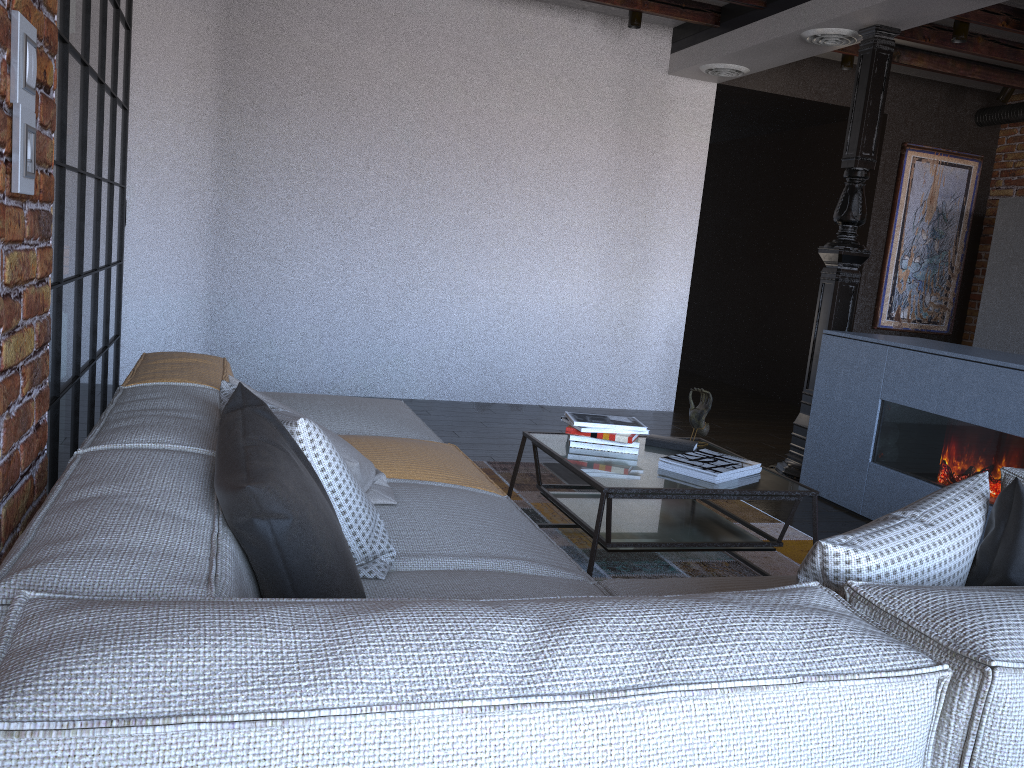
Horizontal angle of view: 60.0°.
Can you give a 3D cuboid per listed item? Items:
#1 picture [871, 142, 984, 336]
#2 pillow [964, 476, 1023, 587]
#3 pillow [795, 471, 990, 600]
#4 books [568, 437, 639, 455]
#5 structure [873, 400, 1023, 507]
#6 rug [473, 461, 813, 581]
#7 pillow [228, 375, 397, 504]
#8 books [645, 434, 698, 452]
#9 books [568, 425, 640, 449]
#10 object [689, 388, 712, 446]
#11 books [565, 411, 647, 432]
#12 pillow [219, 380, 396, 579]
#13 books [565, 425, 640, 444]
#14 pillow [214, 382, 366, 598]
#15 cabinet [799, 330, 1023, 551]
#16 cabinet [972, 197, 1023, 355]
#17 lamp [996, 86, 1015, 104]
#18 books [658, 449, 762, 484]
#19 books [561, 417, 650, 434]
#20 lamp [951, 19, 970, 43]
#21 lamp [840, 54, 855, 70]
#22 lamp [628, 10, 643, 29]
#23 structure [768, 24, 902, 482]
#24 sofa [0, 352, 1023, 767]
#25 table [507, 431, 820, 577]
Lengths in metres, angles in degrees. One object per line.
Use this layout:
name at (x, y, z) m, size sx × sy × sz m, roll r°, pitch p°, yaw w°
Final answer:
picture at (3.351, -1.147, 7.157) m, size 0.780 × 1.471 × 0.067 m, roll 3°, pitch 9°, yaw -18°
pillow at (0.957, 0.354, 1.599) m, size 0.538 × 0.417 × 0.238 m, roll 1°, pitch 10°, yaw -28°
pillow at (0.628, 0.345, 1.519) m, size 0.543 × 0.402 × 0.250 m, roll 0°, pitch 11°, yaw -36°
books at (0.330, 0.211, 3.232) m, size 0.247 × 0.024 × 0.209 m, roll 6°, pitch 8°, yaw 1°
structure at (1.990, 0.332, 3.775) m, size 0.332 × 0.394 × 0.943 m, roll 3°, pitch 9°, yaw -18°
rug at (0.599, 0.614, 3.532) m, size 1.432 × 0.013 × 2.361 m, roll 3°, pitch 9°, yaw -18°
pillow at (-0.487, 0.162, 2.242) m, size 0.484 × 0.314 × 0.358 m, roll 10°, pitch 9°, yaw 24°
books at (0.603, 0.221, 3.337) m, size 0.181 × 0.029 × 0.129 m, roll 9°, pitch 9°, yaw 19°
books at (0.330, 0.188, 3.229) m, size 0.251 × 0.023 × 0.209 m, roll 6°, pitch 8°, yaw 1°
object at (0.719, 0.121, 3.420) m, size 0.099 × 0.223 × 0.093 m, roll 9°, pitch 9°, yaw 21°
books at (0.338, 0.135, 3.217) m, size 0.268 × 0.014 × 0.196 m, roll 5°, pitch 8°, yaw -7°
pillow at (-0.438, 0.193, 1.871) m, size 0.293 × 0.355 × 0.495 m, roll 0°, pitch 10°, yaw -32°
books at (0.331, 0.171, 3.202) m, size 0.239 × 0.023 × 0.190 m, roll 8°, pitch 9°, yaw 16°
pillow at (-0.387, 0.233, 1.534) m, size 0.263 × 0.401 × 0.509 m, roll 2°, pitch 9°, yaw -24°
cabinet at (2.272, 0.405, 3.287) m, size 0.607 × 0.845 × 2.957 m, roll 3°, pitch 9°, yaw -18°
cabinet at (4.345, -0.066, 4.610) m, size 0.713 × 1.810 × 4.169 m, roll 3°, pitch 9°, yaw -18°
lamp at (3.614, -2.151, 6.471) m, size 0.130 × 0.207 × 0.091 m, roll 14°, pitch 12°, yaw 43°
books at (0.672, 0.276, 3.000) m, size 0.225 × 0.038 × 0.308 m, roll 13°, pitch 11°, yaw 41°
books at (0.336, 0.150, 3.220) m, size 0.268 × 0.014 × 0.196 m, roll 3°, pitch 9°, yaw -19°
lamp at (2.571, -2.068, 5.093) m, size 0.121 × 0.184 × 0.082 m, roll 2°, pitch 10°, yaw -26°
lamp at (2.270, -2.236, 6.022) m, size 0.113 × 0.184 × 0.082 m, roll 12°, pitch 11°, yaw 36°
lamp at (0.756, -2.321, 5.532) m, size 0.120 × 0.184 × 0.082 m, roll 10°, pitch 9°, yaw 23°
structure at (-1.412, -0.631, 2.348) m, size 8.513 × 2.396 × 0.481 m, roll 0°, pitch 11°, yaw -37°
sofa at (0.147, 0.379, 2.608) m, size 2.536 × 0.698 × 3.297 m, roll 3°, pitch 9°, yaw -19°
table at (0.493, 0.452, 3.113) m, size 0.842 × 0.389 × 0.847 m, roll 3°, pitch 9°, yaw -18°
